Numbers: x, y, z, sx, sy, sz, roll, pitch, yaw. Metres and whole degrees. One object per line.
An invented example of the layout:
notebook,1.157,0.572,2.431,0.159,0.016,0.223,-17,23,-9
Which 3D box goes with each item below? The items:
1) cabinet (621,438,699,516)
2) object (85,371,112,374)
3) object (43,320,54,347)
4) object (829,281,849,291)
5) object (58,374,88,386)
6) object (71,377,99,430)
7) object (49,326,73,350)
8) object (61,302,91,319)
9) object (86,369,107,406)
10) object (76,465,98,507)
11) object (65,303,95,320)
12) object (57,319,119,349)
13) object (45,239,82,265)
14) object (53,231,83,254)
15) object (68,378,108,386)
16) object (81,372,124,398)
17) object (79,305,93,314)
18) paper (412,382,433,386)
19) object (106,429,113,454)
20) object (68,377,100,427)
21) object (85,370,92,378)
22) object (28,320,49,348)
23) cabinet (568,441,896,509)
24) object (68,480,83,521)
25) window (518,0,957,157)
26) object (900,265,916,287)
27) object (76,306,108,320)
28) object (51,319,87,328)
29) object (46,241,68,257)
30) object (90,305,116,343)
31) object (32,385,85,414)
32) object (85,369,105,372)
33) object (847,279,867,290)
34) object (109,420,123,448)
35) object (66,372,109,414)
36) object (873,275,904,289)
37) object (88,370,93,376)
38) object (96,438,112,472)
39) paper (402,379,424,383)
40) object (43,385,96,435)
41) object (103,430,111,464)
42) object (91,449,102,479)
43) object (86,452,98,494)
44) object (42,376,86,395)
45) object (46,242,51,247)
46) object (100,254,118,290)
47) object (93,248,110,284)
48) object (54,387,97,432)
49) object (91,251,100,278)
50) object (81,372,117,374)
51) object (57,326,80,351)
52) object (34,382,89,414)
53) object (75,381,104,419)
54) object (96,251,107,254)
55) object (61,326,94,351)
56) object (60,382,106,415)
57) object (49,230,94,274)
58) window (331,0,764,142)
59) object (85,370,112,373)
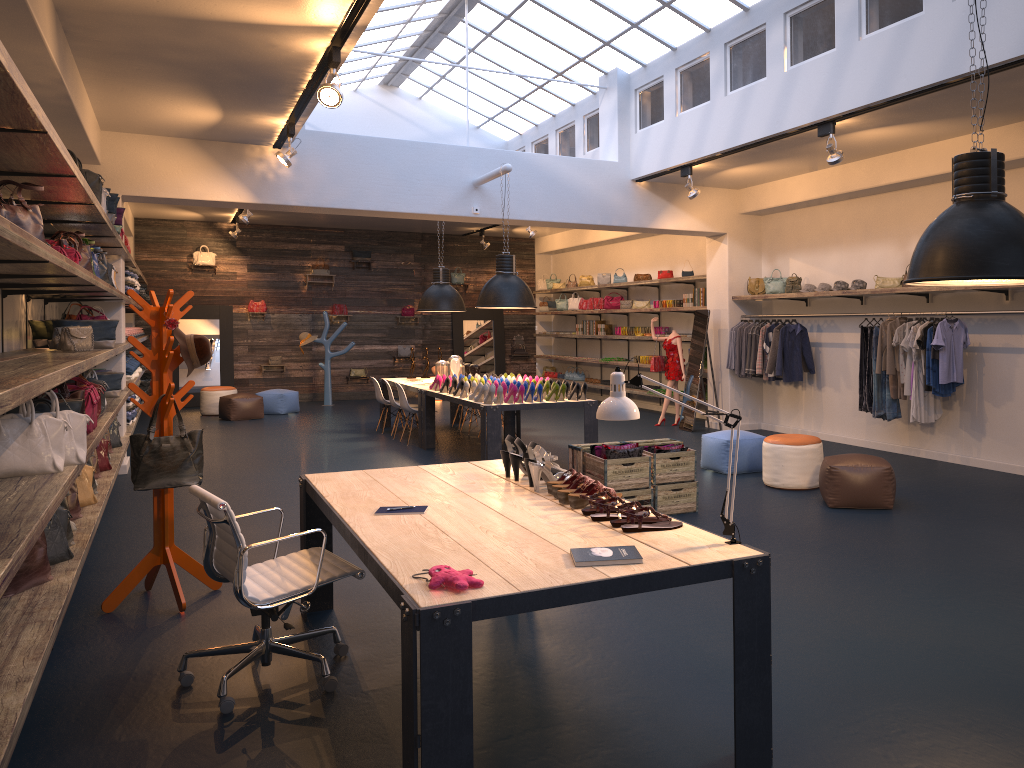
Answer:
cabinet,1.248,0.771,7.270,0.503,0.548,0.520,-1,2,-24
object,-4.001,0.002,8.193,0.163,0.235,0.452,1,3,42
object,-3.508,-0.397,6.955,0.163,0.235,0.453,1,3,43
object,4.111,-1.230,10.912,0.250,0.136,0.168,0,2,-5
object,-2.951,0.103,5.787,0.204,0.361,0.263,1,1,28
object,-2.777,0.132,5.484,0.244,0.342,0.274,0,2,8
object,-3.287,-0.341,6.358,0.105,0.175,0.266,0,3,0
object,-3.973,-0.556,7.933,0.125,0.410,0.317,0,1,37
object,-3.511,0.029,7.208,0.315,0.309,0.166,1,1,33
object,-2.789,0.587,5.449,0.186,0.385,0.440,0,2,16
object,-3.880,-0.536,7.829,0.230,0.385,0.249,0,1,-1
object,-3.277,-0.384,6.718,0.453,0.231,0.163,-3,3,-41
object,-2.813,-0.773,5.341,0.219,0.243,0.246,0,2,2
object,-2.882,-0.825,5.588,0.204,0.305,0.344,-1,2,-35
object,-3.344,0.026,6.652,0.459,0.386,0.178,-1,1,-32
object,-3.778,0.017,7.930,0.453,0.231,0.163,-3,3,-42
object,-4.098,-0.568,8.336,0.188,0.385,0.437,0,2,13
paper,-1.053,-0.007,11.792,0.319,0.014,0.755,1,4,19
object,-3.664,0.464,7.686,0.209,0.338,0.389,0,2,16
object,-2.815,0.125,5.583,0.244,0.342,0.274,0,2,8
object,-3.687,0.005,7.462,0.103,0.329,0.249,0,1,24
object,-3.669,-0.402,7.036,0.453,0.235,0.163,-3,3,-43
cabinet,1.901,0.771,7.278,2.910,0.548,0.716,-1,3,-13
object,-2.642,0.641,5.062,0.209,0.338,0.389,0,2,16
window,-0.174,-3.563,10.103,4.786,0.651,10.586,-2,4,-22
object,4.590,-1.247,9.931,0.270,0.300,0.111,1,1,37
object,-3.759,-0.519,7.759,0.219,0.361,0.246,0,1,2
object,-3.387,-0.391,6.831,0.164,0.231,0.452,1,3,40
object,-2.819,-0.761,5.169,0.218,0.243,0.248,0,2,4
object,-4.136,-0.589,8.643,0.183,0.385,0.447,0,2,22
object,-2.630,0.165,4.905,0.397,0.339,0.205,-1,1,-19
object,-4.198,-0.017,8.475,0.163,0.235,0.452,1,3,42
object,4.222,-1.211,10.626,0.250,0.136,0.168,0,2,-5
object,-3.802,0.411,8.074,0.188,0.385,0.437,0,2,13
object,-3.247,0.038,6.467,0.454,0.386,0.180,-1,1,-25
object,4.429,-1.198,10.188,0.349,0.174,0.240,1,3,16
object,-3.746,-0.005,7.603,0.103,0.329,0.249,0,1,24
object,-3.296,0.499,6.751,0.186,0.385,0.440,0,2,16
paper,-1.388,-0.049,12.404,0.349,0.014,0.691,-1,4,-13
object,-2.687,0.164,5.276,0.274,0.300,0.325,0,2,5
object,-3.391,0.509,7.042,0.207,0.338,0.393,0,2,19
object,-3.169,0.550,6.415,0.209,0.338,0.389,0,2,16
object,-2.907,0.593,5.799,0.207,0.338,0.393,0,2,19
object,-2.912,0.110,5.687,0.204,0.361,0.263,1,1,28
object,-2.813,-0.767,5.016,0.319,0.276,0.124,-2,2,-41
object,-3.677,-1.011,7.685,0.186,0.385,0.441,0,2,16
object,-3.375,-0.933,6.948,0.201,0.338,0.404,1,2,34
object,-2.751,0.164,5.354,0.232,0.298,0.272,1,2,32
object,-3.235,-0.886,6.495,0.185,0.305,0.380,0,2,9
object,-3.894,0.008,8.053,0.164,0.231,0.452,1,3,40
object,-3.121,-0.326,6.136,0.106,0.175,0.264,0,3,-3
object,-2.679,0.147,5.081,0.367,0.356,0.151,-1,1,-26
object,-3.084,0.076,6.029,0.459,0.386,0.178,-1,1,-33
object,-3.456,-0.948,7.168,0.207,0.338,0.393,0,2,19
object,-2.952,-0.310,5.909,0.102,0.175,0.273,0,3,9
object,-3.160,0.055,6.218,0.456,0.386,0.179,-1,1,-27
object,-2.940,-0.854,5.773,0.201,0.338,0.403,1,2,32
window,1.013,-4.298,6.993,4.620,0.837,17.553,-1,4,-22
object,-4.080,-0.009,8.352,0.453,0.235,0.163,-3,3,-44
